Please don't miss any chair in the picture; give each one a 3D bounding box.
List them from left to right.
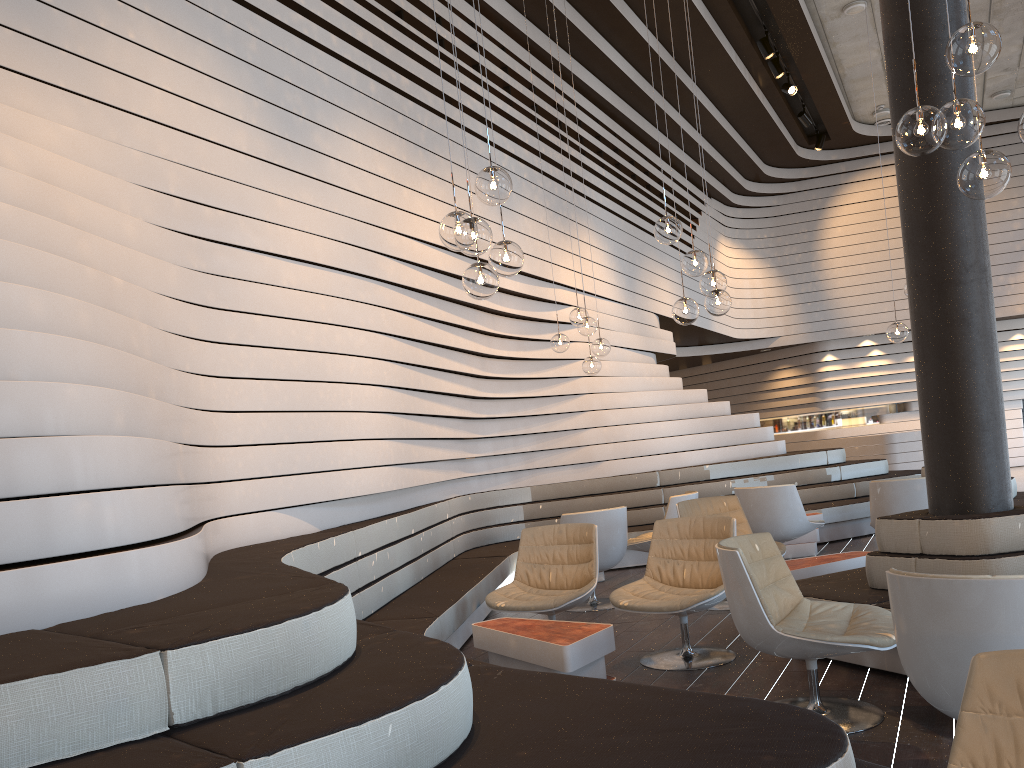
[{"bbox_3d":[0.222,1.275,5.396,0.664,0.767,0.703,-7,-2,34],"label":"chair"},{"bbox_3d":[0.599,1.362,6.945,0.652,0.767,0.716,-6,-2,-19],"label":"chair"},{"bbox_3d":[1.298,1.347,7.684,0.717,0.767,0.651,-7,-1,26],"label":"chair"},{"bbox_3d":[0.937,1.158,4.929,0.702,0.767,0.664,-5,-2,-43],"label":"chair"},{"bbox_3d":[1.575,1.208,6.376,0.651,0.767,0.717,-6,-2,-23],"label":"chair"},{"bbox_3d":[2.294,1.230,7.580,0.664,0.767,0.702,-7,-2,43],"label":"chair"},{"bbox_3d":[1.261,1.022,3.724,0.718,0.767,0.650,-7,-1,30],"label":"chair"},{"bbox_3d":[3.058,1.072,6.681,0.663,0.767,0.704,-7,-2,28],"label":"chair"},{"bbox_3d":[1.538,0.907,2.703,0.664,0.767,0.702,-7,-2,45],"label":"chair"},{"bbox_3d":[0.871,0.870,1.371,0.704,0.767,0.663,-6,-1,-26],"label":"chair"}]

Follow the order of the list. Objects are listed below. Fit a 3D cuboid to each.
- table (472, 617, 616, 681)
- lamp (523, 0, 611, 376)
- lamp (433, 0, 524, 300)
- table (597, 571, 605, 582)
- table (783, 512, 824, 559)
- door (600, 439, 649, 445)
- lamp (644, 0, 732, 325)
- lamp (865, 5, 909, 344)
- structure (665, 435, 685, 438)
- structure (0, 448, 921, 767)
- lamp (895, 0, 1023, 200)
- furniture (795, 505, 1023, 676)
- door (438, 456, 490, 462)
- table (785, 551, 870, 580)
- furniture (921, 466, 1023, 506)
[{"bbox_3d":[0.198,1.393,4.403,0.409,0.370,0.917,-5,-4,-31],"label":"table"},{"bbox_3d":[0.386,-2.417,7.515,0.529,4.720,0.334,-6,1,-11],"label":"lamp"},{"bbox_3d":[-0.328,-2.714,3.904,0.296,4.680,0.539,-6,1,22],"label":"lamp"},{"bbox_3d":[0.507,1.668,8.121,0.898,0.371,0.418,-4,-3,-25],"label":"table"},{"bbox_3d":[2.548,1.470,8.413,0.905,0.371,0.414,-6,-2,0],"label":"table"},{"bbox_3d":[2.715,1.319,20.900,1.790,2.704,0.078,-7,1,32],"label":"door"},{"bbox_3d":[0.895,-2.733,5.382,0.312,4.747,0.654,-5,2,35],"label":"lamp"},{"bbox_3d":[4.225,-2.320,12.505,9.122,4.615,41.593,-8,-5,26],"label":"lamp"},{"bbox_3d":[3.627,1.277,19.794,0.017,0.470,0.811,-7,-2,-38],"label":"structure"},{"bbox_3d":[-0.418,1.186,4.467,5.823,0.927,18.089,-8,-5,23],"label":"structure"},{"bbox_3d":[1.398,-2.979,2.979,0.547,4.680,0.291,-6,1,12],"label":"lamp"},{"bbox_3d":[2.063,1.022,4.492,1.273,0.722,1.778,-6,-4,-3],"label":"furniture"},{"bbox_3d":[-0.513,1.187,11.433,0.980,2.108,0.161,-6,1,27],"label":"door"},{"bbox_3d":[1.891,1.309,5.613,0.898,0.371,0.418,-4,-3,-25],"label":"table"},{"bbox_3d":[4.362,1.068,8.061,1.755,0.723,1.289,-4,-4,-27],"label":"furniture"}]
